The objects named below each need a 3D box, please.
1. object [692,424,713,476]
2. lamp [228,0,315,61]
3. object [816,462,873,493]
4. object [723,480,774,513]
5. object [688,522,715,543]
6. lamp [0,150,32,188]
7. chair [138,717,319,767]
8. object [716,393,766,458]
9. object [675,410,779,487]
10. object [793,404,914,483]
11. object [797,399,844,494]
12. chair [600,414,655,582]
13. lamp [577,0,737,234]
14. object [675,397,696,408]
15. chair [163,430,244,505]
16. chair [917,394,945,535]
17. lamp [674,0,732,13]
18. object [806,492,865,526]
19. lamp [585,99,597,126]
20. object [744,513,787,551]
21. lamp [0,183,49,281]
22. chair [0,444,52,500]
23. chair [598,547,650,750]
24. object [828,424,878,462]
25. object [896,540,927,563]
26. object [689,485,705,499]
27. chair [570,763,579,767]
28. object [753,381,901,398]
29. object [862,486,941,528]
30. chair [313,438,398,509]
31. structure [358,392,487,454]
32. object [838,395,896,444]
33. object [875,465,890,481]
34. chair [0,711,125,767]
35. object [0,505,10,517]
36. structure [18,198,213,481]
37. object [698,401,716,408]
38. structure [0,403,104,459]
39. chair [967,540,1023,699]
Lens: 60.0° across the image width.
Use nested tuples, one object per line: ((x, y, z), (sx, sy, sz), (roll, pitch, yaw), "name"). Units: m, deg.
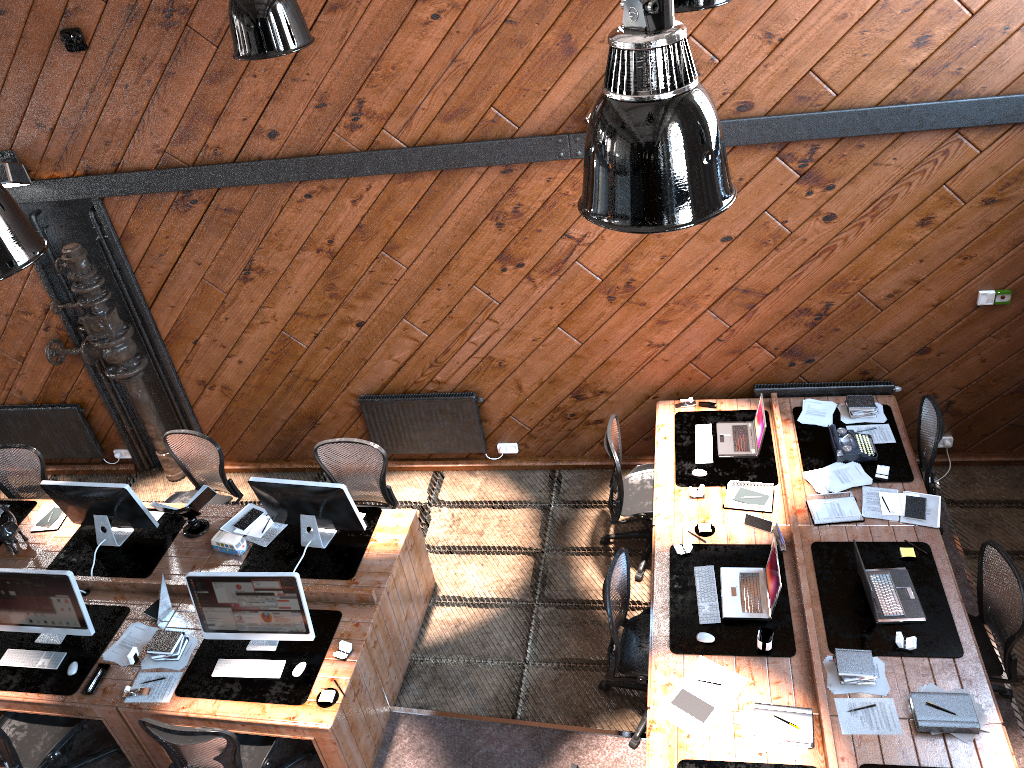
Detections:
((1.370, 0.466, 6.341), (0.139, 0.040, 0.577), (0, 36, 14), "object")
((-1.475, -2.812, 4.212), (0.445, 2.372, 0.445), (6, 37, 22), "lamp")
((2.213, 0.620, 5.911), (0.315, 0.002, 0.246), (-13, 34, -4), "object")
((1.569, 0.744, 5.877), (0.316, 0.060, 0.229), (3, 36, 18), "object")
((1.235, 0.936, 5.709), (0.154, 0.026, 0.158), (-31, 39, -27), "object")
((-3.788, -1.562, 6.589), (0.328, 0.260, 0.262), (-2, 35, 12), "lamp")
((-1.657, 2.096, 5.153), (0.770, 1.085, 0.792), (-8, 34, 3), "chair")
((1.624, 0.291, 6.305), (0.323, 0.283, 0.390), (-2, 35, 12), "object")
((1.518, 0.449, 6.359), (0.687, 0.008, 0.848), (-2, 35, 11), "object")
((2.363, 0.407, 6.208), (0.687, 0.008, 0.848), (-2, 35, 11), "object")
((2.177, 0.415, 6.225), (0.356, 0.002, 1.058), (-3, 35, 10), "object")
((0.995, 0.741, 6.443), (0.792, 1.085, 0.770), (-14, 35, -6), "chair")
((0.252, -1.502, 1.912), (0.445, 2.372, 0.445), (-27, 38, -23), "lamp")
((1.330, 0.139, 6.804), (0.159, 0.064, 0.054), (-6, 35, 6), "object")
((-2.483, 0.954, 7.007), (0.770, 1.085, 0.792), (-2, 35, 11), "chair")
((2.635, 0.644, 6.171), (0.792, 1.085, 0.770), (-8, 34, 3), "chair")
((0.724, -2.891, 3.797), (0.445, 2.372, 0.445), (-3, 35, 10), "lamp")
((2.068, 0.795, 5.678), (0.316, 0.060, 0.229), (-6, 35, 6), "object")
((0.632, -1.685, 5.660), (0.328, 0.287, 0.283), (-2, 35, 12), "lamp")
((1.624, 0.914, 5.594), (0.129, 0.083, 0.347), (-26, 37, -22), "object")
((-1.998, -1.373, 2.382), (0.445, 2.372, 0.445), (13, 40, 30), "lamp")
((-3.972, 1.069, 7.215), (0.770, 1.085, 0.792), (-14, 35, -6), "chair")
((0.876, 1.526, 5.340), (0.792, 1.085, 0.770), (-8, 34, 3), "chair")
((2.342, 0.401, 6.095), (0.290, 0.116, 0.322), (-3, 35, 10), "object")
((2.376, 1.006, 5.313), (0.154, 0.026, 0.158), (-27, 38, -23), "object")
((1.246, 0.723, 5.982), (0.106, 0.063, 0.082), (-3, 35, 9), "object")
((0.587, 2.304, 4.291), (0.792, 1.085, 0.770), (-20, 36, -14), "chair")
((2.406, 0.261, 6.841), (1.064, 0.628, 0.073), (-2, 35, 12), "object")
((2.470, 0.769, 5.639), (0.467, 0.017, 0.304), (6, 38, 22), "object")
((-1.152, 0.989, 6.623), (0.770, 1.085, 0.792), (-8, 34, 3), "chair")
((-0.724, 0.353, 7.493), (1.064, 0.628, 0.073), (-2, 35, 12), "structure")
((2.516, 0.237, 6.310), (0.319, 0.098, 0.478), (-3, 35, 10), "object")
((2.447, 0.589, 5.859), (0.082, 0.063, 0.106), (9, 39, 26), "object")
((-2.986, 2.132, 5.435), (0.770, 1.085, 0.792), (-2, 35, 11), "chair")
((-4.252, 0.881, 6.702), (0.648, 0.576, 0.799), (-28, 38, -24), "object")
((-3.425, -0.290, 7.588), (1.003, 2.745, 0.500), (2, 36, 16), "structure")
((1.488, 0.157, 6.755), (0.134, 0.042, 0.022), (8, 38, 24), "object")
((-4.333, 0.459, 8.244), (1.064, 0.628, 0.073), (-2, 35, 12), "structure")
((2.508, 1.465, 5.019), (0.792, 1.085, 0.770), (-14, 35, -6), "chair")
